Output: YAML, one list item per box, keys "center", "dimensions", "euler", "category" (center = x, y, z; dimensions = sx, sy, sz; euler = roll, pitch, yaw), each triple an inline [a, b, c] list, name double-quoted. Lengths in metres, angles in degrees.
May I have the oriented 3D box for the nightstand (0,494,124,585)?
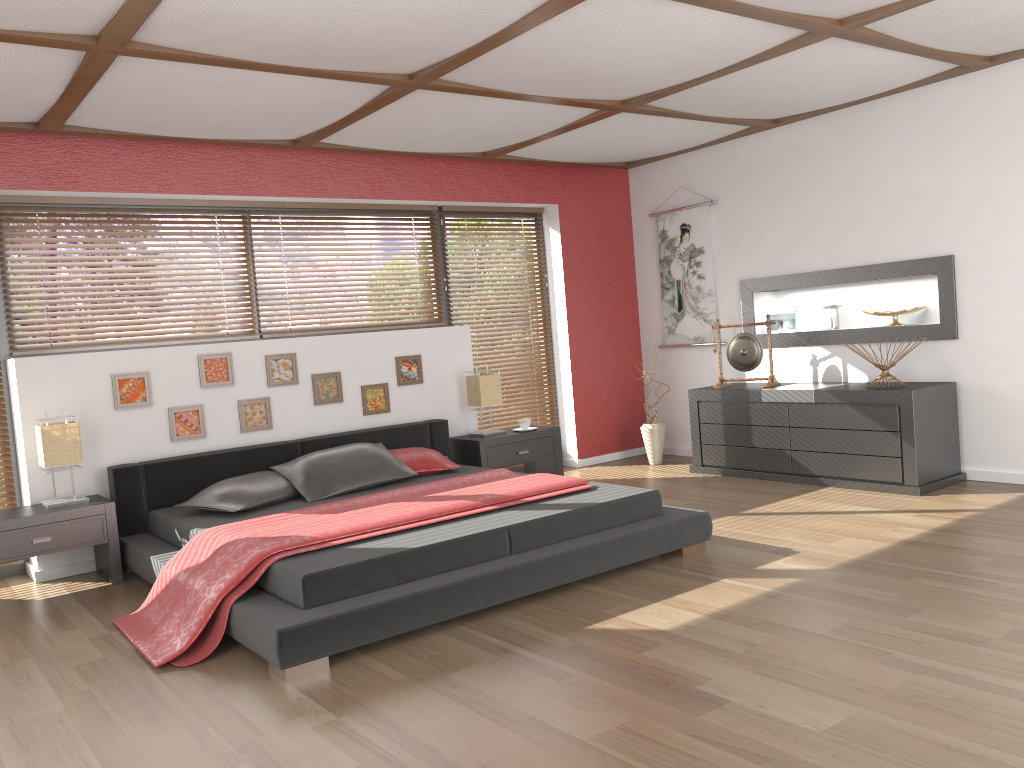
- center: [-2.414, 0.850, 4.509]
  dimensions: [0.700, 0.423, 0.413]
  euler: [-7, 4, -36]
  category: "nightstand"

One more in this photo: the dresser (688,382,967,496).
- center: [2.004, 0.314, 5.909]
  dimensions: [0.540, 0.608, 1.740]
  euler: [-7, 4, -36]
  category: "dresser"

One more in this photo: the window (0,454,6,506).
- center: [-3.222, 0.010, 4.660]
  dimensions: [0.889, 1.893, 0.020]
  euler: [-7, 4, -36]
  category: "window"

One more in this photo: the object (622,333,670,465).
- center: [1.041, 0.121, 6.918]
  dimensions: [0.364, 1.035, 0.422]
  euler: [-3, 4, 29]
  category: "object"

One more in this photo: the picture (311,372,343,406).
- center: [-1.190, 0.028, 5.722]
  dimensions: [0.200, 0.200, 0.010]
  euler: [-7, 4, -36]
  category: "picture"

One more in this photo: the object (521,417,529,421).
- center: [0.087, 0.253, 6.300]
  dimensions: [0.007, 0.007, 0.192]
  euler: [-4, 3, 18]
  category: "object"

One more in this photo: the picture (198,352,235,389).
- center: [-1.766, -0.082, 5.297]
  dimensions: [0.200, 0.200, 0.010]
  euler: [-7, 4, -36]
  category: "picture"

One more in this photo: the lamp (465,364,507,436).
- center: [-0.190, 0.106, 6.207]
  dimensions: [0.200, 0.480, 0.200]
  euler: [-7, 4, -36]
  category: "lamp"

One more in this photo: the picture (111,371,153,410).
- center: [-2.147, 0.037, 5.014]
  dimensions: [0.200, 0.200, 0.010]
  euler: [-7, 4, -36]
  category: "picture"

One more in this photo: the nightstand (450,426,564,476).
- center: [-0.034, 0.554, 6.271]
  dimensions: [0.700, 0.423, 0.413]
  euler: [-7, 4, -36]
  category: "nightstand"

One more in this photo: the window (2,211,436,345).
- center: [-1.704, -0.724, 5.785]
  dimensions: [2.817, 0.786, 0.020]
  euler: [-7, 4, -36]
  category: "window"

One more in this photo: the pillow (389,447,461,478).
- center: [-0.709, 0.491, 5.421]
  dimensions: [0.745, 0.172, 0.418]
  euler: [-6, 3, -17]
  category: "pillow"

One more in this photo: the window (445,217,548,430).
- center: [-0.102, -0.378, 6.969]
  dimensions: [0.889, 1.893, 0.020]
  euler: [-7, 4, -36]
  category: "window"

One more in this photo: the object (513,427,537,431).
- center: [0.093, 0.323, 6.297]
  dimensions: [0.179, 0.012, 0.179]
  euler: [-5, 3, -11]
  category: "object"

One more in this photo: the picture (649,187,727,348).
- center: [1.378, -0.928, 7.040]
  dimensions: [0.028, 1.270, 0.701]
  euler: [-7, 4, -36]
  category: "picture"

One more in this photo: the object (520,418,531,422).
- center: [0.094, 0.253, 6.277]
  dimensions: [0.007, 0.007, 0.192]
  euler: [-3, 4, 23]
  category: "object"

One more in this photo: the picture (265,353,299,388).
- center: [-1.437, -0.088, 5.540]
  dimensions: [0.200, 0.200, 0.010]
  euler: [-7, 4, -36]
  category: "picture"

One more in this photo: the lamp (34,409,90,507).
- center: [-2.348, 0.375, 4.609]
  dimensions: [0.200, 0.480, 0.200]
  euler: [-7, 4, -36]
  category: "lamp"

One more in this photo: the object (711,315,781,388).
- center: [1.643, -0.229, 6.265]
  dimensions: [0.490, 0.498, 0.173]
  euler: [-2, 4, 39]
  category: "object"

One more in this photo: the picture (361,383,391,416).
- center: [-0.910, 0.102, 5.929]
  dimensions: [0.200, 0.200, 0.010]
  euler: [-7, 4, -36]
  category: "picture"

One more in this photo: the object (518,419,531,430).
- center: [0.090, 0.291, 6.295]
  dimensions: [0.099, 0.069, 0.099]
  euler: [-5, 3, -11]
  category: "object"

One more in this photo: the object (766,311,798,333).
- center: [1.983, -0.455, 6.515]
  dimensions: [0.226, 0.146, 0.041]
  euler: [-3, 4, 33]
  category: "object"

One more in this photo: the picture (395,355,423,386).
- center: [-0.704, -0.094, 6.083]
  dimensions: [0.200, 0.200, 0.010]
  euler: [-7, 4, -36]
  category: "picture"

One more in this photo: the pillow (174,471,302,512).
- center: [-1.407, 0.582, 4.838]
  dimensions: [0.418, 0.172, 0.745]
  euler: [-3, 4, 29]
  category: "pillow"

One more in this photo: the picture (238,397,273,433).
- center: [-1.573, 0.189, 5.439]
  dimensions: [0.200, 0.200, 0.010]
  euler: [-7, 4, -36]
  category: "picture"

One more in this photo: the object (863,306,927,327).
- center: [2.517, -0.438, 5.825]
  dimensions: [0.350, 0.116, 0.181]
  euler: [-2, 5, 44]
  category: "object"

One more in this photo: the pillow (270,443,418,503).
- center: [-0.950, 0.479, 5.070]
  dimensions: [0.744, 0.241, 0.386]
  euler: [-8, 4, -41]
  category: "pillow"

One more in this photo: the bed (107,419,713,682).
- center: [-0.750, 0.637, 4.497]
  dimensions: [2.469, 0.577, 2.413]
  euler: [-7, 4, -36]
  category: "bed"

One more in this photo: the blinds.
- center: [-1.619, -0.148, 5.761]
  dimensions: [4.840, 1.952, 0.032]
  euler: [-7, 4, -36]
  category: "blinds"

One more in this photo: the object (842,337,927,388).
- center: [2.285, -0.127, 5.436]
  dimensions: [0.481, 0.282, 0.481]
  euler: [-4, 3, 20]
  category: "object"

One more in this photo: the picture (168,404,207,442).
- center: [-1.902, 0.229, 5.195]
  dimensions: [0.200, 0.200, 0.010]
  euler: [-7, 4, -36]
  category: "picture"

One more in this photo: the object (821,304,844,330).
- center: [2.250, -0.467, 6.210]
  dimensions: [0.159, 0.171, 0.159]
  euler: [-4, 3, 12]
  category: "object"
